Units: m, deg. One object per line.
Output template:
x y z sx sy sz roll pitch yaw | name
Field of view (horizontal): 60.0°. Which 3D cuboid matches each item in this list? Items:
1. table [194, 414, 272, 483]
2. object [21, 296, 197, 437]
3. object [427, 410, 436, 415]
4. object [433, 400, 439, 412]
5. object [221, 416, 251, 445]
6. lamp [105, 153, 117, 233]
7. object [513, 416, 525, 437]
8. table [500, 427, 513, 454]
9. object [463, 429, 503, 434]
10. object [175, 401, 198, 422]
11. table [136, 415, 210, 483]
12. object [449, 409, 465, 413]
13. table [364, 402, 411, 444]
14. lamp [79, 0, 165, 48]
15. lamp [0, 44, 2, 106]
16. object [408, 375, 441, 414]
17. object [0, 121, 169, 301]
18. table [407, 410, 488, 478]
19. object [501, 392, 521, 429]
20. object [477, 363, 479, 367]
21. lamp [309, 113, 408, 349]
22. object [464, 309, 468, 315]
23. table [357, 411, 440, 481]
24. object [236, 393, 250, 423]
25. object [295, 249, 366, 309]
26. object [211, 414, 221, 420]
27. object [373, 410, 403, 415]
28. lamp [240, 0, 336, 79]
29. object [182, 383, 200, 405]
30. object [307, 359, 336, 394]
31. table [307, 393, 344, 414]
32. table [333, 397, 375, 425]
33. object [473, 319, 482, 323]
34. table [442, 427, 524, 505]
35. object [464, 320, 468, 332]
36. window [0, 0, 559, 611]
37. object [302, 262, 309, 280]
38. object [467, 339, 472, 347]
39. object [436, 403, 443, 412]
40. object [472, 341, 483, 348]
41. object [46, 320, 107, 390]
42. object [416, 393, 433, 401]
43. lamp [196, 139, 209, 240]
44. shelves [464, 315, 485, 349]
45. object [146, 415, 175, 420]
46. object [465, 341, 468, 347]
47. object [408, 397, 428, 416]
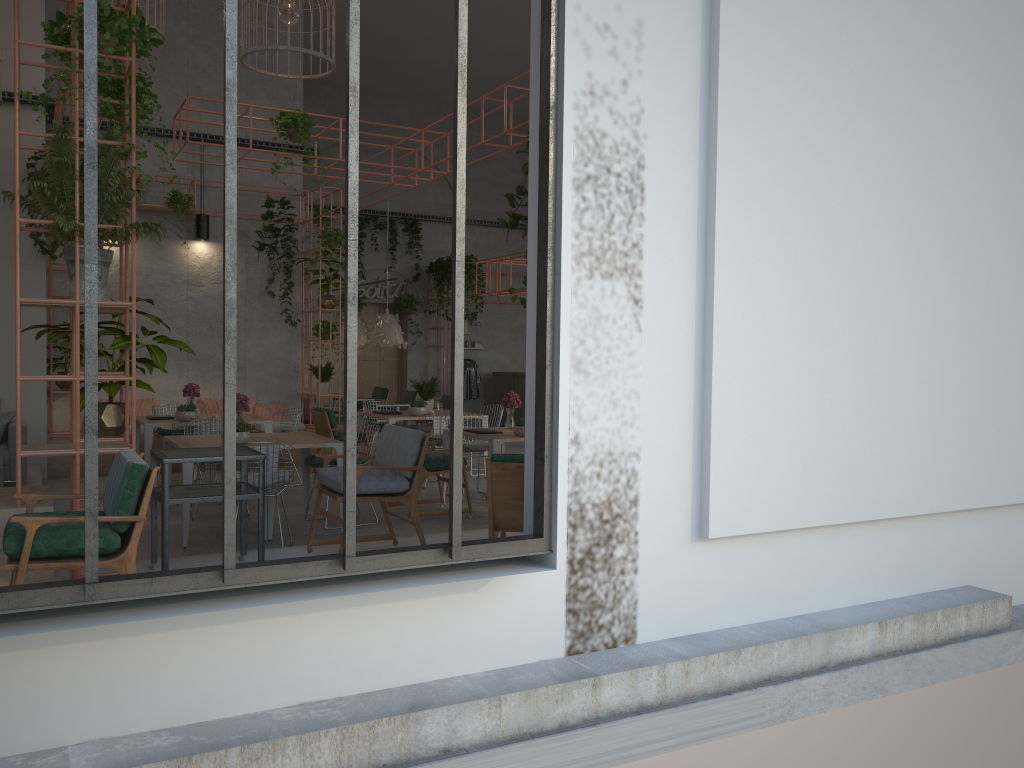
-3.388 0.820 10.715 0.694 0.830 1.214 0 2 -29 | table
-2.570 -0.122 5.746 0.934 0.923 0.903 2 2 28 | object
-1.058 0.369 11.682 0.115 0.078 0.115 0 2 -23 | object
-1.124 0.305 12.311 0.165 0.154 0.210 -1 3 -39 | object
-2.387 0.400 7.665 0.247 0.247 0.252 0 2 -29 | object
-5.490 -2.777 12.115 0.179 1.425 0.185 0 2 -29 | lamp
0.130 0.415 8.982 0.247 0.247 0.252 0 2 -29 | object
0.438 0.921 9.632 0.694 0.830 1.214 0 2 -29 | table
-0.306 0.504 9.333 0.268 0.031 0.427 0 2 -29 | object
-3.695 0.300 10.064 0.248 0.247 0.254 0 2 -29 | object
-3.997 0.823 10.379 0.694 0.830 1.205 0 2 -29 | table
-0.750 0.368 12.144 0.218 0.041 0.218 0 2 -20 | object
-2.098 0.728 14.905 0.635 0.798 0.602 0 2 -29 | table
-4.165 -5.485 9.441 0.883 3.476 0.883 2 2 24 | lamp
-6.076 -4.882 9.664 0.883 3.476 0.883 2 2 24 | lamp
-1.149 0.132 11.848 0.438 0.527 0.368 0 2 -29 | object
-2.515 -1.041 5.272 0.894 1.101 0.900 2 2 25 | object
-0.909 0.808 12.066 0.694 0.830 1.214 0 2 -29 | table
-0.006 0.289 9.764 0.213 0.414 0.225 -1 2 -36 | object
-0.792 -0.411 20.755 0.033 0.146 0.070 2 2 33 | object
-2.923 -2.669 16.367 0.704 4.052 4.456 0 2 -29 | lamp
-1.088 -1.667 20.466 0.133 0.145 0.133 2 2 23 | object
-1.518 0.811 11.729 0.694 0.830 1.205 0 2 -29 | table
-2.580 0.290 8.361 0.213 0.414 0.225 -1 2 -36 | object
-2.669 -1.574 13.104 0.934 0.947 0.903 2 2 23 | object
-3.459 0.381 10.374 0.115 0.078 0.115 0 2 -23 | object
-1.652 0.378 11.767 0.268 0.031 0.427 0 2 -29 | object
-2.114 -4.785 8.419 0.883 3.476 0.883 2 2 24 | lamp
-3.890 0.190 10.766 0.213 0.414 0.225 -1 2 -36 | object
-2.819 -0.110 13.177 0.438 0.527 0.368 0 2 -29 | object
-3.776 0.600 17.984 0.635 0.798 0.602 0 2 -29 | table
-2.937 0.664 16.444 0.635 0.798 0.602 0 2 -29 | table
-0.812 -1.464 20.641 0.263 0.101 0.013 0 2 -29 | object
-0.172 0.925 9.295 0.694 0.830 1.205 0 2 -29 | table
-1.090 -1.363 20.485 0.136 0.336 0.145 0 2 -14 | object
-1.581 -2.019 2.798 4.126 5.544 0.089 0 2 -29 | window
-4.604 -2.258 18.258 0.900 1.101 0.894 2 2 30 | object
-0.985 -0.948 20.564 0.081 0.204 0.081 0 2 -28 | object
-0.991 0.326 12.140 0.095 0.119 0.095 1 2 -4 | object
-0.797 -0.916 20.668 0.219 0.149 0.129 0 2 -29 | object
-5.762 -0.388 11.499 0.934 0.919 0.903 2 2 33 | object
-1.202 0.238 12.174 0.241 0.313 0.241 1 2 16 | object
-4.429 -2.782 12.693 0.179 1.425 0.185 0 2 -29 | lamp
-0.923 -1.202 20.569 0.560 0.790 0.186 0 2 -28 | shelves
-4.131 0.390 10.416 0.268 0.031 0.427 0 2 -29 | object
-1.056 -0.921 20.517 0.063 0.151 0.063 -1 3 -42 | object
-1.216 0.288 11.414 0.248 0.247 0.254 0 2 -29 | object
